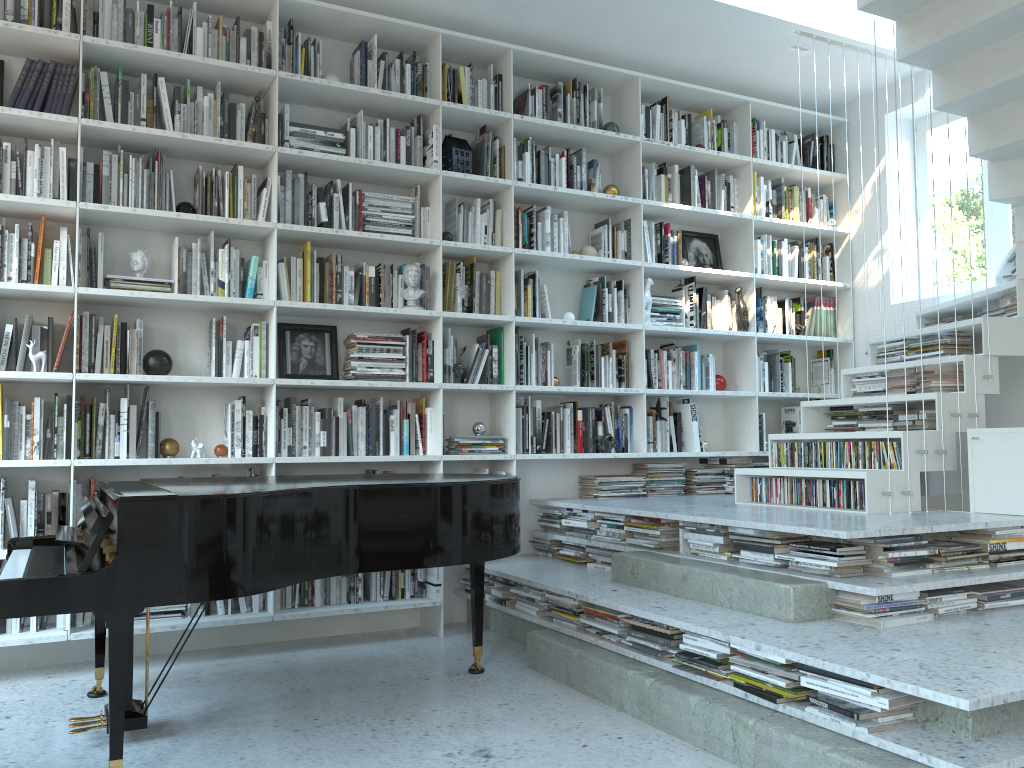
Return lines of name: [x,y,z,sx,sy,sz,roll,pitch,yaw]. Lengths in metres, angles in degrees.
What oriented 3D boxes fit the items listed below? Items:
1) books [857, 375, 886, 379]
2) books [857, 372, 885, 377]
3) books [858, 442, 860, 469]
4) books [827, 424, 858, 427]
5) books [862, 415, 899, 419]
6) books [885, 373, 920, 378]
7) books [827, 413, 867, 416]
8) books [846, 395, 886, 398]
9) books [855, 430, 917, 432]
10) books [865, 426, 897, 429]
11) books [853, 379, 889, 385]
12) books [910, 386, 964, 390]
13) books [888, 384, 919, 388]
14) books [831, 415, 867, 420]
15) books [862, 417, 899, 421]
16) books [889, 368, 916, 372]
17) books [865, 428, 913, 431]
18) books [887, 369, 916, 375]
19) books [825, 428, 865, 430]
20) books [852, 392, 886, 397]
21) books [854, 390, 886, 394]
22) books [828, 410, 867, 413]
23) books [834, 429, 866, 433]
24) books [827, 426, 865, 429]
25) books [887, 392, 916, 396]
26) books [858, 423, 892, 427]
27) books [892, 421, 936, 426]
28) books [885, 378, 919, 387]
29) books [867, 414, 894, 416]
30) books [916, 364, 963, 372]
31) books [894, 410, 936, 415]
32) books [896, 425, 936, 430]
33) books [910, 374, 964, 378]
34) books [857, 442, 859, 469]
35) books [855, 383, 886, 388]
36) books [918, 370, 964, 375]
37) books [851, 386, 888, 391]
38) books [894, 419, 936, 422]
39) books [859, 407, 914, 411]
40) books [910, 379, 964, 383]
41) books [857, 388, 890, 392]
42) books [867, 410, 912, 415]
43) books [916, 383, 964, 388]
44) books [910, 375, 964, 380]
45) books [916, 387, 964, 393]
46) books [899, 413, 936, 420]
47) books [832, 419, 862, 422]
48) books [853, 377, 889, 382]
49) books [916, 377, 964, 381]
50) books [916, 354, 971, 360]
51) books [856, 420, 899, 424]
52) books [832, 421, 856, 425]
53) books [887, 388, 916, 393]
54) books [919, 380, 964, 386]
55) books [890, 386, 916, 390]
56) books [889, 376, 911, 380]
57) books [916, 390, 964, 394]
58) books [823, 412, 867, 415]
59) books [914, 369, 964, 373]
books: [1.993,-0.035,4.802,0.157,0.014,0.180,2,-5,-31]
books: [1.996,-0.049,4.804,0.157,0.014,0.180,2,-5,-29]
books: [1.661,0.331,4.131,0.125,0.125,0.008,1,-4,-27]
books: [1.808,0.222,4.711,0.159,0.012,0.225,1,-4,-19]
books: [1.905,0.168,4.513,0.189,0.012,0.155,1,-4,-24]
books: [2.048,-0.042,4.525,0.218,0.012,0.156,0,-4,-11]
books: [1.814,0.165,4.718,0.159,0.009,0.208,2,-5,-31]
books: [1.983,0.076,4.789,0.190,0.018,0.287,2,-5,-28]
books: [1.901,0.239,4.506,0.191,0.004,0.223,2,-5,-31]
books: [1.921,0.221,4.518,0.147,0.008,0.188,1,-4,-23]
books: [1.999,-0.009,4.803,0.149,0.017,0.240,2,-5,-29]
books: [2.095,0.020,4.288,0.254,0.007,0.189,-1,-4,1]
books: [2.052,0.013,4.514,0.188,0.005,0.181,2,-5,-27]
books: [1.820,0.180,4.720,0.140,0.022,0.181,2,-5,-33]
books: [1.917,0.181,4.518,0.149,0.013,0.220,1,-4,-22]
books: [2.045,-0.070,4.533,0.155,0.009,0.155,2,-5,-27]
books: [1.922,0.231,4.517,0.137,0.013,0.199,1,-4,-20]
books: [2.047,-0.057,4.527,0.166,0.017,0.190,1,-4,-24]
books: [1.804,0.240,4.708,0.189,0.007,0.195,2,-5,-29]
books: [2.004,0.059,4.801,0.136,0.017,0.288,2,-5,-29]
books: [2.002,0.046,4.801,0.138,0.010,0.254,2,-5,-30]
books: [1.815,0.148,4.720,0.161,0.012,0.195,2,-5,-29]
books: [1.834,0.251,4.723,0.130,0.014,0.188,2,-5,-27]
books: [1.811,0.232,4.712,0.158,0.009,0.216,2,-5,-33]
books: [2.036,0.052,4.547,0.184,0.016,0.128,1,-4,-19]
books: [1.906,0.209,4.511,0.175,0.016,0.207,2,-5,-32]
books: [1.950,0.187,4.227,0.172,0.019,0.240,0,-4,-2]
books: [2.053,-0.008,4.511,0.178,0.035,0.222,1,-4,-22]
books: [1.933,0.159,4.528,0.129,0.008,0.185,2,-5,-28]
books: [2.093,-0.076,4.277,0.234,0.025,0.157,-1,-4,11]
books: [1.962,0.136,4.232,0.168,0.014,0.212,0,-4,-7]
books: [1.971,0.205,4.229,0.136,0.017,0.289,0,-4,-4]
books: [2.092,-0.040,4.264,0.295,0.007,0.146,-1,-4,8]
books: [1.658,0.332,4.138,0.125,0.125,0.007,1,-4,-27]
books: [2.003,0.009,4.804,0.143,0.019,0.231,2,-5,-28]
books: [2.094,-0.050,4.283,0.184,0.016,0.179,-1,-4,2]
books: [2.002,0.024,4.802,0.145,0.012,0.297,2,-5,-28]
books: [1.966,0.174,4.230,0.161,0.007,0.254,0,-4,-7]
books: [1.905,0.129,4.516,0.177,0.014,0.194,2,-5,-32]
books: [2.093,-0.014,4.263,0.295,0.006,0.146,-1,-4,8]
books: [1.994,0.035,4.797,0.160,0.010,0.179,1,-4,-24]
books: [1.927,0.146,4.526,0.133,0.017,0.178,1,-4,-23]
books: [2.094,0.010,4.275,0.222,0.011,0.180,-1,-4,5]
books: [2.092,-0.032,4.264,0.295,0.007,0.146,-1,-4,4]
books: [2.094,0.029,4.277,0.215,0.013,0.189,-1,-4,6]
books: [1.974,0.157,4.232,0.141,0.028,0.223,0,-4,-8]
books: [1.827,0.196,4.723,0.132,0.010,0.198,1,-4,-23]
books: [1.984,-0.023,4.796,0.173,0.011,0.203,2,-5,-32]
books: [2.094,-0.022,4.279,0.231,0.011,0.171,-1,-4,10]
books: [2.227,-0.135,4.575,0.130,0.014,0.249,1,-4,-14]
books: [1.906,0.194,4.512,0.184,0.013,0.225,2,-5,-29]
books: [1.820,0.209,4.718,0.145,0.015,0.166,2,-5,-32]
books: [2.048,0.035,4.520,0.200,0.014,0.177,1,-4,-22]
books: [2.093,-0.004,4.262,0.214,0.014,0.138,-1,-4,1]
books: [2.042,0.023,4.536,0.139,0.013,0.155,1,-5,-25]
books: [2.040,-0.029,4.542,0.159,0.012,0.129,0,-4,-12]
books: [2.095,0.041,4.282,0.206,0.012,0.183,-1,-4,1]
books: [1.797,0.157,4.710,0.198,0.006,0.188,2,-5,-31]
books: [2.092,-0.061,4.268,0.254,0.005,0.161,-1,-4,6]
